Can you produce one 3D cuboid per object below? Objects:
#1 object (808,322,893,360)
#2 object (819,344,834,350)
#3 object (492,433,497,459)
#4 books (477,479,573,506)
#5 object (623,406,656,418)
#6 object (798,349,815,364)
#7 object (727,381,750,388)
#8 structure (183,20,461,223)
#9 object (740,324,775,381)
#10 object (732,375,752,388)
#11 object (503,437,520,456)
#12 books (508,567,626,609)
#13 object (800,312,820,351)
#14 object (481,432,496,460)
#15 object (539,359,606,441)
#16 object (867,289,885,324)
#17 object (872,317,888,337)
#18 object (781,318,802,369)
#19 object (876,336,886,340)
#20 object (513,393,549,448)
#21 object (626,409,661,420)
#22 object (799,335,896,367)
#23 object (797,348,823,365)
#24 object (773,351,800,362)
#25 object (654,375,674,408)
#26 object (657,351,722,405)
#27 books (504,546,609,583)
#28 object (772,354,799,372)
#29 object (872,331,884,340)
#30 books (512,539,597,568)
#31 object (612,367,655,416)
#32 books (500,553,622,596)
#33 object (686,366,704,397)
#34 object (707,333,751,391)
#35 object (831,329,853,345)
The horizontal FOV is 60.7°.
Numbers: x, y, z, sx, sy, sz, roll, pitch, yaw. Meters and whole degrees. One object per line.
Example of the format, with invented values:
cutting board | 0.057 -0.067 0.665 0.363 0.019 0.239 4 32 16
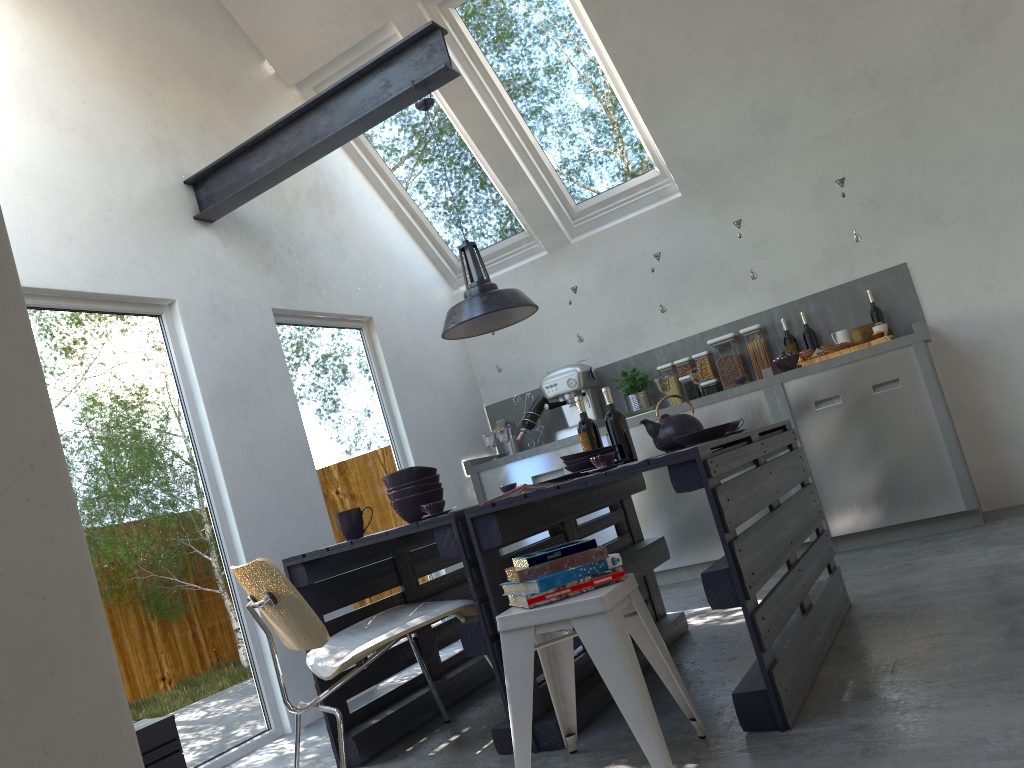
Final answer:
object | 1.871 -0.247 4.887 0.456 0.111 0.126 -16 -6 2
object | 1.814 -0.191 5.041 0.114 0.076 0.124 -14 -6 -18
object | -0.130 0.446 6.163 0.099 0.191 0.098 -16 -5 0
books | 0.034 0.351 2.912 0.304 0.030 0.225 -15 -7 -2
object | 0.780 0.183 5.515 0.132 0.053 0.297 -9 -9 -45
object | 1.700 -0.160 5.038 0.114 0.076 0.124 -14 -6 -18
object | 1.323 0.007 5.105 0.134 0.013 0.027 -16 -6 6
structure | -1.365 -1.038 4.381 2.687 0.208 0.128 -19 -6 30
object | 1.533 -0.182 5.418 0.136 0.353 0.120 -18 -5 28
object | 1.345 -0.013 5.134 0.108 0.056 0.125 -9 -9 -46
object | -0.004 0.461 6.318 0.102 0.131 0.112 -14 -5 -20
books | 0.144 0.563 2.431 0.276 0.035 0.204 -14 -7 -14
object | 1.796 -0.268 5.260 0.077 0.343 0.067 -18 -5 32
object | -0.142 0.432 6.023 0.104 0.191 0.093 -18 -5 23
object | 0.414 0.105 5.891 0.381 0.498 0.404 -18 -6 28
object | 2.115 -0.381 5.061 0.066 0.343 0.058 -18 -5 32
object | 2.008 -0.305 4.772 0.070 0.120 0.076 -14 -5 -16
object | 1.699 -0.234 5.321 0.077 0.343 0.069 -18 -4 22
object | 1.937 -0.230 4.721 0.019 0.003 0.208 -10 -9 -38
object | 0.105 0.264 6.081 0.312 0.392 0.249 -13 -6 -32
object | 0.805 0.199 5.504 0.278 0.012 0.171 -19 -8 27
object | 1.874 -0.177 4.879 0.501 0.028 0.290 -19 -8 29
object | 1.742 -0.168 5.023 0.188 0.059 0.210 -10 -9 -41
object | 1.556 -0.156 4.978 0.166 0.094 0.137 -17 -6 15
object | 0.939 0.051 5.341 0.096 0.191 0.101 -15 -5 -13
object | 1.148 -0.019 5.641 0.363 0.293 0.100 -19 -5 30
books | 0.120 0.501 2.438 0.250 0.032 0.179 -14 -7 -9
object | 1.569 -0.108 4.975 0.143 0.079 0.151 -14 -6 -13
object | 1.981 -0.263 4.727 0.061 0.046 0.057 -17 -6 14
books | 0.117 0.472 2.439 0.199 0.025 0.149 -14 -7 -14
object | 0.811 0.062 5.765 0.239 0.340 0.261 -14 -5 -19
books | 0.134 0.530 2.434 0.269 0.033 0.210 -12 -8 -29
object | 1.147 -0.003 5.368 0.103 0.191 0.094 -17 -5 17
object | 1.376 -0.127 5.514 0.186 0.353 0.120 -18 -5 29
object | 1.892 -0.246 4.981 0.084 0.119 0.087 -12 -6 -39
